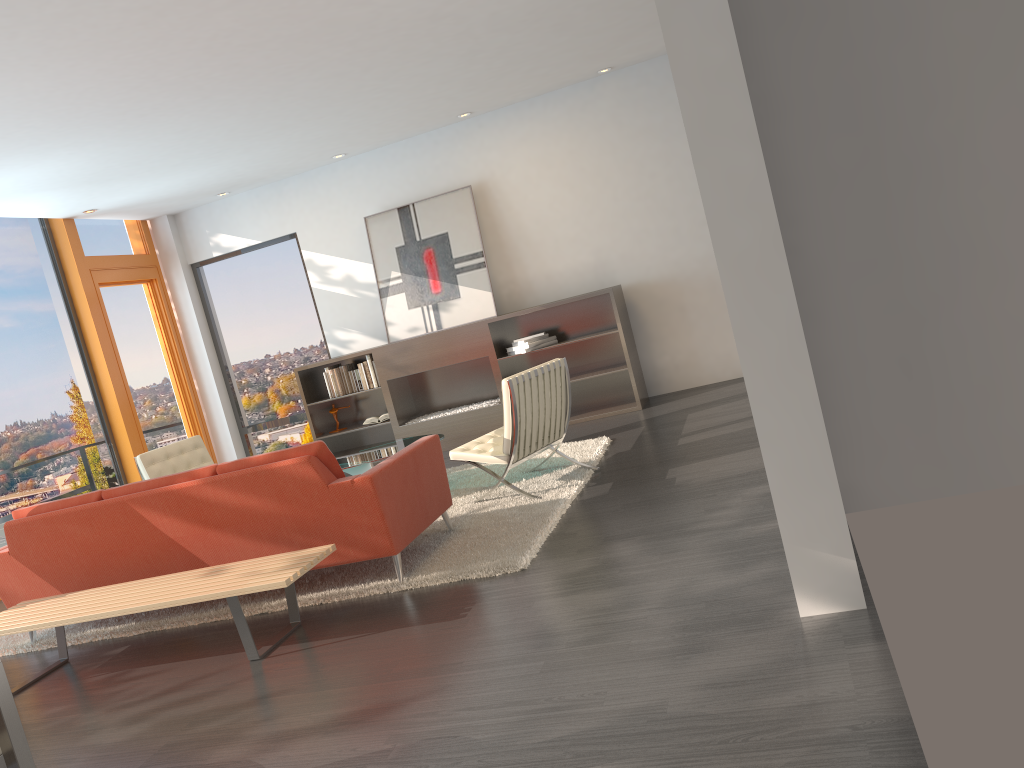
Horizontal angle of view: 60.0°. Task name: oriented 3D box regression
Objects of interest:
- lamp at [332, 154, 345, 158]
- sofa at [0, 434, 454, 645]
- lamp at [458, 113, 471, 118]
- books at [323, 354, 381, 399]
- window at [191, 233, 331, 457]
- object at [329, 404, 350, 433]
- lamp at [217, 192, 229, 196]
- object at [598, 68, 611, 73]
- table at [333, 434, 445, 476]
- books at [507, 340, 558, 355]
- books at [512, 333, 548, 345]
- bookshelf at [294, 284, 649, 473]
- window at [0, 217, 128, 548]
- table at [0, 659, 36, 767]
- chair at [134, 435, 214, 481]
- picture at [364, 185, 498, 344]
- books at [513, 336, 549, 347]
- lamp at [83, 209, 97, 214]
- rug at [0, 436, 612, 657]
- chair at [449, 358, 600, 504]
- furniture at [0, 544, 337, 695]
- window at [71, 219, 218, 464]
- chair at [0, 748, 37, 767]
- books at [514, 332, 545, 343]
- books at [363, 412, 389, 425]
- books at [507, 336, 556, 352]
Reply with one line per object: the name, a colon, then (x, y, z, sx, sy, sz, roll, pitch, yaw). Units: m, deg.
lamp: (-1.772, -2.329, 9.072, 0.129, 0.010, 0.129, -18, 6, -28)
sofa: (-1.736, 0.856, 5.276, 2.596, 0.852, 1.039, -13, 6, 17)
lamp: (-0.468, -2.628, 8.670, 0.129, 0.010, 0.129, -18, 6, -28)
books: (-1.586, -0.102, 9.121, 0.591, 0.339, 0.325, -13, 5, 17)
window: (-2.747, -0.637, 9.948, 1.409, 3.338, 0.065, -13, 5, 17)
object: (-1.828, 0.347, 9.315, 0.244, 0.290, 0.202, -11, 6, 37)
lamp: (-3.091, -2.027, 9.478, 0.129, 0.010, 0.129, -18, 6, -28)
object: (0.867, -2.941, 8.324, 0.129, 0.010, 0.129, -18, 6, -28)
table: (-1.376, 0.823, 6.708, 1.998, 0.463, 0.949, -13, 6, 18)
books: (0.198, -0.353, 8.615, 0.399, 0.038, 0.314, -18, 7, -33)
books: (0.176, -0.436, 8.608, 0.300, 0.020, 0.210, -18, 7, -33)
bookshelf: (-0.444, -0.005, 8.929, 3.385, 1.162, 0.571, -13, 5, 17)
window: (-4.434, -0.002, 7.944, 0.070, 3.343, 1.846, -13, 5, 17)
table: (-2.493, 1.453, 2.268, 2.150, 0.764, 1.173, -13, 6, 17)
chair: (-2.601, 0.864, 7.499, 0.706, 0.816, 0.701, -12, 6, 27)
picture: (-0.840, -1.201, 9.000, 1.208, 1.337, 0.269, -13, 5, 17)
books: (0.181, -0.417, 8.609, 0.210, 0.020, 0.300, -9, 8, 46)
lamp: (-4.108, -1.678, 8.626, 0.129, 0.010, 0.129, -18, 6, -28)
rug: (-1.317, 1.077, 6.347, 3.770, 0.043, 2.988, -13, 6, 17)
chair: (0.033, 0.324, 6.043, 0.706, 0.816, 0.701, -11, 7, 36)
furniture: (-1.832, 1.218, 4.470, 2.004, 0.357, 0.493, -13, 6, 17)
window: (-3.930, -0.283, 9.453, 0.211, 3.343, 1.158, -13, 5, 17)
chair: (-1.700, 1.064, 2.501, 0.548, 0.967, 0.615, -13, 5, 17)
books: (0.171, -0.455, 8.606, 0.300, 0.020, 0.210, -14, 6, 7)
books: (-1.367, 0.358, 9.157, 0.336, 0.064, 0.234, -15, 5, -3)
books: (0.188, -0.389, 8.612, 0.314, 0.038, 0.399, -9, 8, 46)
